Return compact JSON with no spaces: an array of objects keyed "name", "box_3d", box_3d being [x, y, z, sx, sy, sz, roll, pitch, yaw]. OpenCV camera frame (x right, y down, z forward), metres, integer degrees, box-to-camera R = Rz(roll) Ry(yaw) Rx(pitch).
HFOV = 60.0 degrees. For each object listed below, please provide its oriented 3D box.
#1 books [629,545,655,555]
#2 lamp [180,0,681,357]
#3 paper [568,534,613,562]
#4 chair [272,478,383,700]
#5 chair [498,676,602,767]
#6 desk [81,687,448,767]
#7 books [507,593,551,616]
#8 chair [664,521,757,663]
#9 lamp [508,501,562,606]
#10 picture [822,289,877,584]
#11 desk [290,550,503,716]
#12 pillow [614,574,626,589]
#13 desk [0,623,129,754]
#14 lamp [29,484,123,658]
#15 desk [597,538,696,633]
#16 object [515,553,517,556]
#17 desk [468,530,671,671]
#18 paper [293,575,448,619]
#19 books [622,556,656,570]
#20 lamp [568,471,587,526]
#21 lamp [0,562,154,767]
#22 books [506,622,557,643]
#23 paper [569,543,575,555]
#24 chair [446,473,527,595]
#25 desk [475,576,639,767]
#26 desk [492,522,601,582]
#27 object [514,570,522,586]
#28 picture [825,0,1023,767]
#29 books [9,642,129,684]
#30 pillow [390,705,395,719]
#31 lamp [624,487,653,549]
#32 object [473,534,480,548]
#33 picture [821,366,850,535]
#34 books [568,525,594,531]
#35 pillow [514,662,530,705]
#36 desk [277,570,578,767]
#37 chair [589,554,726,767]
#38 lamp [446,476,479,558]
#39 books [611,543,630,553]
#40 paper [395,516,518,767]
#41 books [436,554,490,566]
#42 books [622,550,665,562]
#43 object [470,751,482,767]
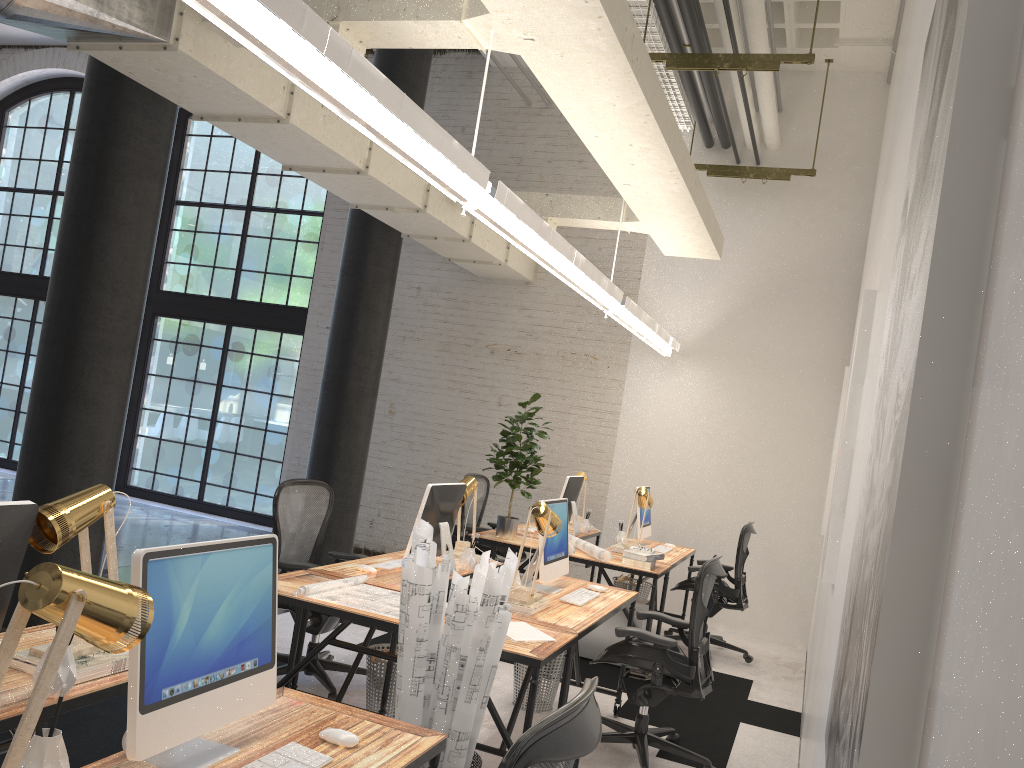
[{"name":"books","box_3d":[0.900,1.148,6.129,0.152,0.030,0.185,8,-3,18]},{"name":"lamp","box_3d":[0.433,-1.957,4.694,0.226,2.863,7.310,8,-2,20]},{"name":"paper","box_3d":[0.483,1.159,6.473,0.083,0.082,1.134,9,-3,-16]},{"name":"chair","box_3d":[-1.035,1.105,4.923,0.792,1.085,0.771,9,-2,3]},{"name":"chair","box_3d":[-0.188,1.099,1.747,0.792,1.085,0.771,9,-2,3]},{"name":"desk","box_3d":[-0.698,1.201,1.813,0.529,0.724,1.402,8,-2,20]},{"name":"books","box_3d":[0.036,1.034,4.204,0.225,0.038,0.309,8,-3,20]},{"name":"chair","box_3d":[1.576,1.584,7.026,0.792,1.085,0.771,9,-2,3]},{"name":"lamp","box_3d":[0.117,0.795,4.250,0.127,0.469,0.345,8,-2,20]},{"name":"picture","box_3d":[1.465,0.240,3.876,0.049,1.182,0.732,8,-2,20]},{"name":"desk","box_3d":[-0.580,1.352,4.847,0.529,0.724,1.402,8,-2,20]},{"name":"pillow","box_3d":[0.933,1.850,7.621,0.119,0.406,0.239,8,-2,20]},{"name":"desk","box_3d":[-1.485,1.090,2.103,0.529,0.724,1.402,8,-2,20]},{"name":"lamp","box_3d":[-1.200,0.509,2.446,0.126,0.469,0.345,8,-2,20]},{"name":"desk","box_3d":[1.065,1.686,7.092,0.529,0.724,1.402,8,-2,20]},{"name":"object","box_3d":[0.006,0.955,4.467,0.008,0.207,0.054,9,-2,3]},{"name":"desk","box_3d":[0.360,1.542,6.320,1.400,0.724,0.530,8,-2,20]},{"name":"paper","box_3d":[-0.542,0.925,3.864,0.625,0.061,0.568,8,-3,17]},{"name":"books","box_3d":[0.876,1.223,6.114,0.200,0.050,0.272,8,-3,17]},{"name":"lamp","box_3d":[0.563,0.994,7.725,0.126,0.469,0.344,8,-2,20]},{"name":"lamp","box_3d":[-0.789,0.533,1.506,0.127,0.469,0.345,8,-2,20]},{"name":"books","box_3d":[0.032,1.021,3.652,0.205,0.019,0.243,11,-3,-33]},{"name":"paper","box_3d":[0.327,1.137,6.530,0.083,0.082,1.134,9,-2,-6]},{"name":"chair","box_3d":[-0.177,1.328,7.459,0.792,1.085,0.771,9,-2,3]},{"name":"desk","box_3d":[0.207,1.463,4.557,0.529,0.724,1.402,8,-2,20]},{"name":"desk","box_3d":[0.278,1.576,7.382,0.529,0.724,1.402,8,-2,20]},{"name":"object","box_3d":[0.002,0.996,4.450,0.101,0.126,0.101,10,-2,-25]},{"name":"picture","box_3d":[0.517,-0.028,1.145,0.049,1.182,0.732,8,-2,20]},{"name":"books","box_3d":[-1.196,0.765,2.477,0.225,0.038,0.309,8,-3,20]},{"name":"pillow","box_3d":[-0.497,1.503,4.309,0.119,0.406,0.239,8,-2,20]},{"name":"lamp","box_3d":[0.976,1.018,6.785,0.126,0.469,0.345,8,-2,20]},{"name":"object","box_3d":[-0.223,0.942,4.984,0.054,0.207,0.008,9,-2,7]},{"name":"picture","box_3d":[2.375,0.497,6.499,0.049,1.182,0.732,8,-2,20]},{"name":"books","box_3d":[0.567,1.251,7.756,0.225,0.038,0.309,8,-3,20]},{"name":"pillow","box_3d":[0.076,1.627,5.086,0.119,0.406,0.239,8,-2,20]},{"name":"desk","box_3d":[-0.498,1.319,3.785,1.400,0.724,0.530,8,-2,20]},{"name":"chair","box_3d":[0.718,1.361,4.490,0.792,1.085,0.771,9,-2,3]},{"name":"lamp","box_3d":[-0.293,0.771,5.190,0.127,0.469,0.345,8,-2,20]},{"name":"books","box_3d":[0.894,1.257,6.740,0.225,0.038,0.309,8,-3,20]},{"name":"paper","box_3d":[-0.251,1.089,3.135,0.412,1.197,0.441,9,-2,-2]},{"name":"books","box_3d":[-0.290,1.027,5.221,0.225,0.038,0.309,8,-3,20]},{"name":"books","box_3d":[0.909,1.181,6.122,0.192,0.044,0.258,7,-3,37]},{"name":"object","box_3d":[-0.309,1.496,3.100,0.353,0.398,0.353,10,-2,-25]}]
